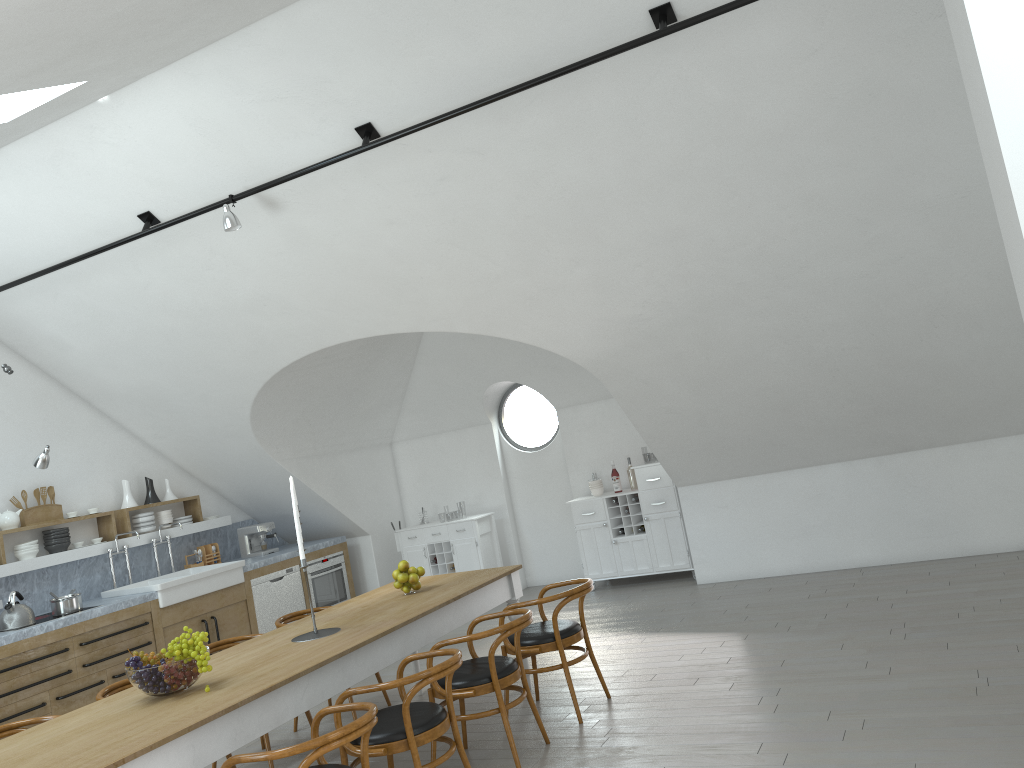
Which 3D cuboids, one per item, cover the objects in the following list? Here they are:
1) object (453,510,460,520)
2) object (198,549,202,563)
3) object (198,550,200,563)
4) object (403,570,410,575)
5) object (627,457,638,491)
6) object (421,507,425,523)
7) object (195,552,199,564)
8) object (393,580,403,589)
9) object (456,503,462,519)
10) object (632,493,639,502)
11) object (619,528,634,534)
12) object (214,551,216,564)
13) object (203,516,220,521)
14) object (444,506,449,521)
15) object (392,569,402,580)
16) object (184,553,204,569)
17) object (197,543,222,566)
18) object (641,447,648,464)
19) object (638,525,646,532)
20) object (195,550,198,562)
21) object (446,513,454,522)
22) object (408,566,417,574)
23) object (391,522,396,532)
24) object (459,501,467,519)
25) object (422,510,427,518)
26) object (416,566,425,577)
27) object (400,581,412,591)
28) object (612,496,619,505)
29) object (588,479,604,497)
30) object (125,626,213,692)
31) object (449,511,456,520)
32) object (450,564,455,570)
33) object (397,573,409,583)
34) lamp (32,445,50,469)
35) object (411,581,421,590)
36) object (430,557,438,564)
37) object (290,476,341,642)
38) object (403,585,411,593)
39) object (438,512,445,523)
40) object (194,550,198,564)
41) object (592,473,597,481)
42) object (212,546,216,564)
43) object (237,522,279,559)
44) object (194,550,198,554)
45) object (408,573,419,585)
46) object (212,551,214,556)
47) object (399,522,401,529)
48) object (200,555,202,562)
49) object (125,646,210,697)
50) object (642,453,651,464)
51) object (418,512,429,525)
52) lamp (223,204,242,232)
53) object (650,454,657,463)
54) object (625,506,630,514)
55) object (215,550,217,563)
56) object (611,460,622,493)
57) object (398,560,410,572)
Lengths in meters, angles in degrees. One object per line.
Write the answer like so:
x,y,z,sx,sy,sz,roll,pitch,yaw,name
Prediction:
-0.594,1.429,9.640,0.071,0.099,0.071,-7,-6,-41,object
-3.090,1.737,8.799,0.040,0.193,0.042,-8,-6,-28,object
-3.106,1.744,8.806,0.023,0.196,0.018,-13,-6,20,object
-0.665,1.199,5.644,0.053,0.051,0.052,-11,-5,-3,object
1.211,0.907,8.961,0.085,0.332,0.085,-9,-6,-15,object
-1.013,1.484,10.032,0.039,0.175,0.054,-13,-6,26,object
-3.109,1.752,8.780,0.019,0.179,0.044,-10,-5,-9,object
-0.714,1.259,5.570,0.059,0.056,0.059,-13,-5,20,object
-0.567,1.387,9.704,0.054,0.179,0.054,-11,-5,3,object
1.273,1.134,8.891,0.087,0.085,0.360,-13,-4,26,object
1.179,1.465,8.949,0.155,0.086,0.331,-13,-4,27,object
-3.020,1.741,9.011,0.018,0.197,0.020,-6,-7,-42,object
-3.116,1.392,9.132,0.213,0.025,0.213,-12,-4,13,object
-0.709,1.420,9.703,0.048,0.170,0.048,-12,-5,13,object
-0.724,1.207,5.599,0.066,0.071,0.072,-11,-5,-5,object
-3.152,1.766,8.775,0.100,0.172,0.173,-13,-5,27,object
-3.069,1.738,8.982,0.103,0.223,0.200,-13,-5,26,object
1.335,0.715,8.869,0.048,0.170,0.048,-8,-6,-32,object
1.329,1.433,8.868,0.081,0.081,0.358,-13,-4,24,object
-3.127,1.748,8.804,0.020,0.197,0.018,-15,-7,35,object
-0.674,1.451,9.640,0.077,0.085,0.077,-12,-5,13,object
-0.627,1.180,5.591,0.057,0.057,0.053,-15,-6,40,object
-1.288,1.667,9.889,0.088,0.269,0.029,-11,-5,-1,object
-0.531,1.373,9.653,0.063,0.187,0.063,-12,-5,11,object
-0.999,1.497,10.028,0.097,0.137,0.029,-14,-6,29,object
-0.582,1.190,5.626,0.063,0.064,0.062,-10,-5,-12,object
-0.674,1.281,5.632,0.080,0.074,0.078,-9,-5,-19,object
1.093,1.171,8.988,0.092,0.094,0.359,-13,-4,26,object
0.870,1.071,9.105,0.158,0.160,0.153,-8,-6,-36,object
-1.532,1.245,3.966,0.394,0.285,0.291,-10,-5,-10,object
-0.631,1.444,9.722,0.094,0.094,0.093,-12,-5,13,object
-0.585,1.972,9.592,0.081,0.083,0.317,-13,-4,25,object
-0.680,1.212,5.539,0.071,0.064,0.072,-12,-5,19,object
-3.609,0.569,6.830,0.168,0.177,0.112,-12,-5,18,lamp
-0.605,1.273,5.606,0.063,0.064,0.064,-14,-6,37,object
-0.795,1.912,9.653,0.081,0.085,0.317,-13,-4,26,object
-1.132,0.927,4.873,0.265,0.877,0.773,-11,-5,0,object
-0.661,1.288,5.565,0.049,0.050,0.051,-13,-5,29,object
-0.761,1.458,9.642,0.081,0.105,0.082,-15,-6,39,object
-3.125,1.747,8.794,0.019,0.196,0.022,-12,-6,14,object
0.872,1.041,9.354,0.115,0.209,0.065,-14,-6,28,object
-3.018,1.737,8.995,0.040,0.193,0.042,-10,-5,-14,object
-2.597,1.622,9.262,0.385,0.321,0.324,-13,-5,26,object
-3.133,1.747,8.820,0.040,0.193,0.042,-8,-6,-27,object
-0.617,1.221,5.554,0.071,0.072,0.070,-10,-5,-10,object
-3.040,1.745,9.014,0.023,0.196,0.018,-14,-6,33,object
-1.240,1.656,9.866,0.029,0.269,0.088,-7,-7,-38,object
-3.089,1.751,8.812,0.044,0.179,0.019,-12,-5,10,object
-1.536,1.311,3.984,0.360,0.160,0.359,-11,-4,6,object
1.341,0.741,8.785,0.082,0.105,0.081,-9,-5,-26,object
-1.000,1.517,10.020,0.101,0.138,0.067,-13,-6,26,object
-1.812,-1.078,5.719,0.113,0.175,0.114,-10,-5,-11,lamp
1.404,0.743,8.844,0.077,0.085,0.077,-14,-6,33,object
1.206,1.260,8.940,0.085,0.086,0.331,-13,-4,25,object
-3.019,1.742,9.022,0.018,0.196,0.022,-14,-6,26,object
1.056,0.944,9.043,0.081,0.330,0.081,-13,-6,21,object
-0.685,1.152,5.610,0.072,0.074,0.072,-13,-5,26,object
